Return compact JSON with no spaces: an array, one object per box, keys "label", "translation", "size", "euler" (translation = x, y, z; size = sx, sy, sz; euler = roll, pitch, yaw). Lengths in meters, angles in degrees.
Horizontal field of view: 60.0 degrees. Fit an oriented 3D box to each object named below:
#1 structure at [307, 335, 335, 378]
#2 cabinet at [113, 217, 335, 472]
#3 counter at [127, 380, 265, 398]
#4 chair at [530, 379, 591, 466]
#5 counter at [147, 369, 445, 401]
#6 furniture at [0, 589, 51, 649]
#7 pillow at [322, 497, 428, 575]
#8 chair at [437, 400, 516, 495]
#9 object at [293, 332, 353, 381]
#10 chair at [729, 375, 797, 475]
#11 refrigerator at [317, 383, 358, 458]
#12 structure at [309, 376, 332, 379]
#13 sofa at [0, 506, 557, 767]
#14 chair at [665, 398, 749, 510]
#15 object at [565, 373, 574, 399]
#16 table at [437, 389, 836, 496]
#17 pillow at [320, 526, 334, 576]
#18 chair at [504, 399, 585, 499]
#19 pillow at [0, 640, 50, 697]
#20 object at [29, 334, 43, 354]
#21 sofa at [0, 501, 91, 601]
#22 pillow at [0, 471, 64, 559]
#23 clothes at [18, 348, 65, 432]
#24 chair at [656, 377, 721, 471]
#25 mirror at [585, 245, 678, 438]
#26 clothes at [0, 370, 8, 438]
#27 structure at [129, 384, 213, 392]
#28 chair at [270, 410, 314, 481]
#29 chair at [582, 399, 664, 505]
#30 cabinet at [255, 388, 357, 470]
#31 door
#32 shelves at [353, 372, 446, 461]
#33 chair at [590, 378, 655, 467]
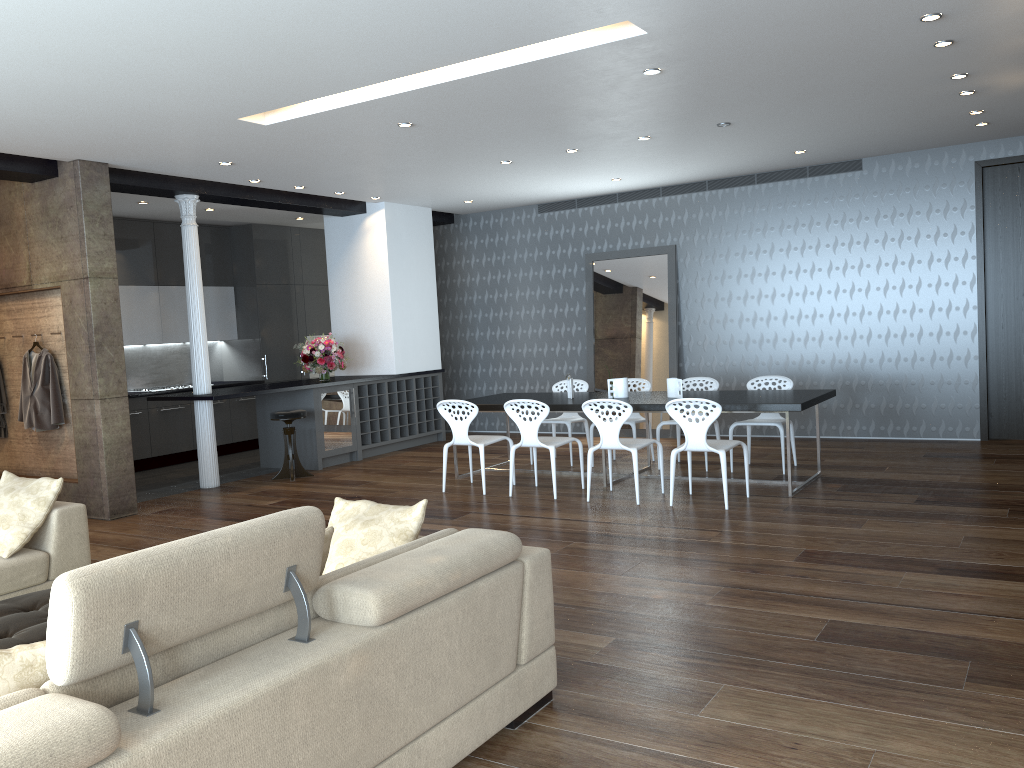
[{"label":"structure","translation":[-2.950,-0.402,12.952],"size":[0.591,0.596,0.595],"euler":[-1,4,32]},{"label":"cabinet","translation":[-3.613,-0.641,12.103],"size":[0.827,2.980,7.409],"euler":[-1,4,32]},{"label":"counter","translation":[-4.584,0.220,10.541],"size":[0.807,0.223,3.597],"euler":[-1,4,32]},{"label":"chair","translation":[0.524,0.390,9.228],"size":[0.495,0.835,0.581],"euler":[-1,4,32]},{"label":"counter","translation":[-2.269,-0.013,10.199],"size":[1.000,0.040,3.700],"euler":[-1,4,32]},{"label":"furniture","translation":[-1.826,1.108,3.658],"size":[1.057,0.355,1.057],"euler":[-1,4,34]},{"label":"pillow","translation":[-0.608,0.660,3.521],"size":[0.518,0.393,0.395],"euler":[-1,5,35]},{"label":"chair","translation":[-0.344,0.526,7.884],"size":[0.495,0.835,0.581],"euler":[-1,4,32]},{"label":"object","translation":[-2.169,-0.313,10.179],"size":[0.570,0.552,0.544],"euler":[0,5,38]},{"label":"chair","translation":[2.312,0.359,8.113],"size":[0.495,0.835,0.581],"euler":[-1,4,32]},{"label":"refrigerator","translation":[-1.953,0.400,9.876],"size":[0.075,0.774,0.578],"euler":[-1,5,36]},{"label":"structure","translation":[-2.915,0.197,12.990],"size":[0.591,0.596,0.595],"euler":[-1,4,32]},{"label":"sofa","translation":[-0.945,0.850,2.550],"size":[1.021,0.950,2.581],"euler":[-1,4,32]},{"label":"chair","translation":[1.471,0.494,6.760],"size":[0.495,0.835,0.581],"euler":[-1,4,32]},{"label":"object","translation":[0.530,0.018,8.278],"size":[0.076,0.233,0.161],"euler":[-2,4,14]},{"label":"table","translation":[1.060,0.485,8.071],"size":[3.400,0.733,1.200],"euler":[-1,4,32]},{"label":"pillow","translation":[-0.807,0.699,2.750],"size":[0.301,0.439,0.534],"euler":[-1,5,35]},{"label":"chair","translation":[0.249,0.516,7.509],"size":[0.495,0.835,0.581],"euler":[-1,4,32]},{"label":"pillow","translation":[-1.146,0.762,2.229],"size":[0.368,0.416,0.519],"euler":[-1,5,36]},{"label":"object","translation":[-4.221,-0.334,7.869],"size":[0.430,0.219,0.010],"euler":[-1,4,32]},{"label":"sofa","translation":[-3.445,0.893,4.109],"size":[1.021,0.950,2.581],"euler":[-1,4,32]},{"label":"pillow","translation":[-2.727,0.696,4.842],"size":[0.518,0.393,0.395],"euler":[-1,4,28]},{"label":"clothes","translation":[-4.216,0.054,7.887],"size":[0.700,0.735,0.173],"euler":[-1,4,30]},{"label":"chair","translation":[1.716,0.369,8.485],"size":[0.495,0.835,0.581],"euler":[-1,4,32]},{"label":"mirror","translation":[1.454,-0.499,10.864],"size":[1.200,2.294,0.240],"euler":[-1,4,32]},{"label":"clothes","translation":[-4.971,0.092,8.373],"size":[0.569,0.855,0.141],"euler":[-1,4,32]},{"label":"structure","translation":[-4.237,0.059,11.022],"size":[0.520,0.066,0.900],"euler":[-1,4,32]},{"label":"chair","translation":[0.095,0.770,6.771],"size":[21.556,0.952,16.134],"euler":[-1,4,32]},{"label":"chair","translation":[0.870,0.506,7.112],"size":[0.495,0.835,0.581],"euler":[-1,4,32]},{"label":"cabinet","translation":[-2.332,0.468,10.085],"size":[0.900,0.897,0.642],"euler":[-1,4,32]},{"label":"door","translation":[5.180,-0.839,8.783],"size":[1.000,2.814,0.246],"euler":[-1,4,32]},{"label":"shelves","translation":[-1.716,0.369,11.075],"size":[0.900,0.897,1.700],"euler":[-1,4,32]},{"label":"chair","translation":[1.120,0.380,8.856],"size":[0.495,0.835,0.581],"euler":[-1,4,32]}]
